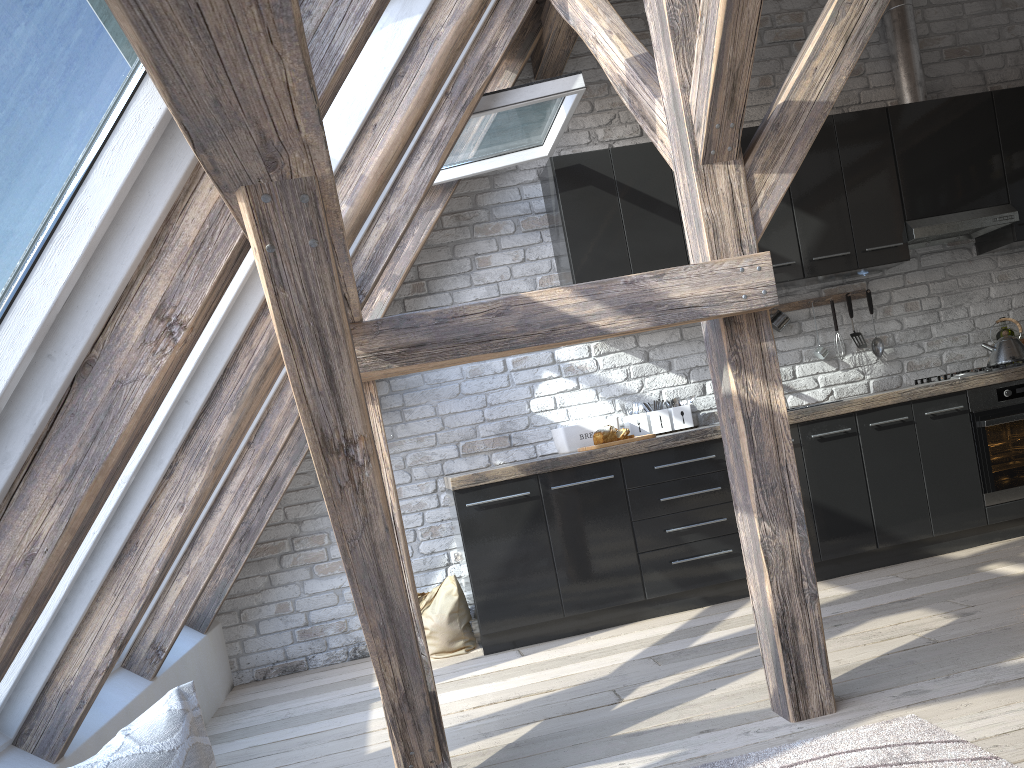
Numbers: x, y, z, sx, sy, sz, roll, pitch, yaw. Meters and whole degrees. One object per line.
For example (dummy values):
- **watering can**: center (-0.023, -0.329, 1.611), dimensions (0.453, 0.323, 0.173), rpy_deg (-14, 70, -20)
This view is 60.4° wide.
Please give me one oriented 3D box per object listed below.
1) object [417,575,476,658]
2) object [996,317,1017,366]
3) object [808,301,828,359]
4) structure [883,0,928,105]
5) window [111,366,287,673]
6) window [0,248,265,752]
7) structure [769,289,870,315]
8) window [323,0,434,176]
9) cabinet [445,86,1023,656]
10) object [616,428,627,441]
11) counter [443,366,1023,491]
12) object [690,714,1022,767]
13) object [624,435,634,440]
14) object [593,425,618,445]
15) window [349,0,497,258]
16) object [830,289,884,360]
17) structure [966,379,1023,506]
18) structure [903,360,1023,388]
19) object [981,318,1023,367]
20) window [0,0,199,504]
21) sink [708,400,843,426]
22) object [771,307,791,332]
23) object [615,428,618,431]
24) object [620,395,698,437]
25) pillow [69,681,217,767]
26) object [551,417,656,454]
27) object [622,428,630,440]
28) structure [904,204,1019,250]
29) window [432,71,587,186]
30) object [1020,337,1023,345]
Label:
- **object**: center (-0.384, 1.143, 4.375), dimensions (0.395, 0.391, 0.335), rpy_deg (-11, 0, 18)
- **object**: center (2.792, -0.238, 4.941), dimensions (0.089, 0.284, 0.082), rpy_deg (-11, 2, -12)
- **object**: center (1.667, -0.294, 4.803), dimensions (0.071, 0.327, 0.066), rpy_deg (-11, 3, -8)
- **structure**: center (2.482, -2.172, 4.822), dimensions (0.979, 1.289, 0.169), rpy_deg (-11, 3, -7)
- **window**: center (-1.051, 0.276, 2.803), dimensions (1.093, 1.281, 0.856), rpy_deg (-11, 1, -8)
- **window**: center (-0.928, 0.186, 1.891), dimensions (1.093, 1.281, 0.856), rpy_deg (-11, 1, -8)
- **structure**: center (1.515, -0.423, 4.789), dimensions (0.929, 0.046, 0.081), rpy_deg (-10, -2, -7)
- **window**: center (-0.230, -1.155, 1.949), dimensions (1.402, 1.281, 0.856), rpy_deg (-11, 1, -8)
- **cabinet**: center (1.752, -0.385, 3.815), dimensions (4.201, 2.517, 2.096), rpy_deg (-11, 0, -7)
- **object**: center (0.523, 0.247, 4.282), dimensions (0.071, 0.058, 0.084), rpy_deg (-10, -2, -32)
- **counter**: center (1.718, 0.460, 3.763), dimensions (3.800, 0.854, 2.250), rpy_deg (-10, -3, -8)
- **object**: center (0.229, 0.925, 0.720), dimensions (2.181, 0.056, 3.199), rpy_deg (-10, -4, -8)
- **object**: center (0.566, 0.263, 4.326), dimensions (0.068, 0.017, 0.078), rpy_deg (-9, -4, -30)
- **object**: center (0.445, 0.245, 4.250), dimensions (0.089, 0.088, 0.087), rpy_deg (-10, -1, -31)
- **window**: center (-0.305, -1.073, 2.866), dimensions (1.093, 1.281, 0.856), rpy_deg (-11, 1, -8)
- **object**: center (1.882, -0.314, 4.799), dimensions (0.282, 0.383, 0.069), rpy_deg (-11, 3, -7)
- **structure**: center (2.565, 0.295, 4.676), dimensions (0.586, 0.591, 0.585), rpy_deg (-11, -1, -8)
- **structure**: center (2.492, -0.071, 4.677), dimensions (0.604, 0.031, 0.498), rpy_deg (-10, -4, -8)
- **object**: center (2.605, -0.231, 4.636), dimensions (0.220, 0.236, 0.223), rpy_deg (-11, 0, -18)
- **window**: center (-0.805, 0.096, 0.980), dimensions (1.093, 1.281, 0.856), rpy_deg (-11, 1, -8)
- **sink**: center (1.326, 0.125, 4.525), dimensions (0.524, 0.517, 0.515), rpy_deg (-11, -1, -8)
- **object**: center (1.445, -0.350, 4.759), dimensions (0.118, 0.139, 0.092), rpy_deg (-11, 1, 9)
- **object**: center (0.489, 0.252, 4.330), dimensions (0.073, 0.067, 0.080), rpy_deg (-10, -1, -36)
- **object**: center (0.773, 0.170, 4.661), dimensions (0.404, 0.201, 0.147), rpy_deg (-11, 0, -6)
- **pillow**: center (-0.854, 0.989, 1.668), dimensions (0.500, 0.534, 1.157), rpy_deg (-11, -3, -3)
- **object**: center (0.449, 0.249, 4.427), dimensions (0.378, 0.134, 0.595), rpy_deg (-10, -4, -20)
- **object**: center (0.540, 0.247, 4.305), dimensions (0.072, 0.055, 0.084), rpy_deg (-10, -2, -32)
- **structure**: center (2.331, -0.835, 4.744), dimensions (0.598, 0.104, 0.370), rpy_deg (-10, -4, -8)
- **window**: center (-0.488, -0.973, 3.770), dimensions (1.516, 1.281, 0.856), rpy_deg (-11, 1, -8)
- **object**: center (2.916, -0.209, 4.978), dimensions (0.080, 0.184, 0.039), rpy_deg (-11, 3, 5)
